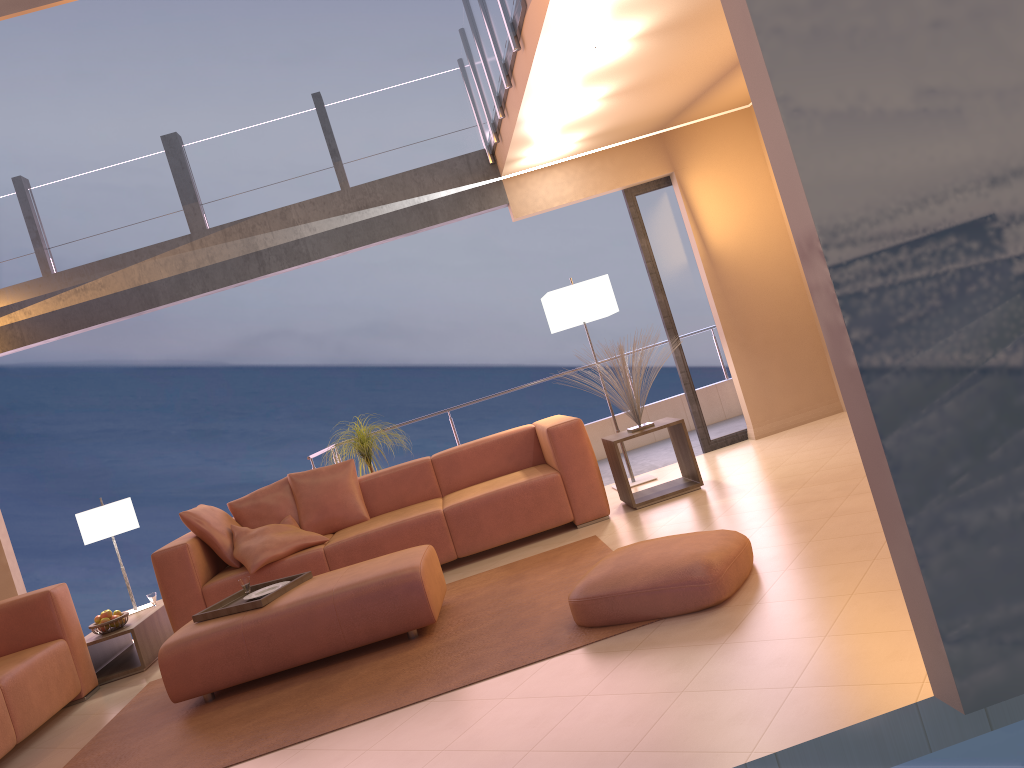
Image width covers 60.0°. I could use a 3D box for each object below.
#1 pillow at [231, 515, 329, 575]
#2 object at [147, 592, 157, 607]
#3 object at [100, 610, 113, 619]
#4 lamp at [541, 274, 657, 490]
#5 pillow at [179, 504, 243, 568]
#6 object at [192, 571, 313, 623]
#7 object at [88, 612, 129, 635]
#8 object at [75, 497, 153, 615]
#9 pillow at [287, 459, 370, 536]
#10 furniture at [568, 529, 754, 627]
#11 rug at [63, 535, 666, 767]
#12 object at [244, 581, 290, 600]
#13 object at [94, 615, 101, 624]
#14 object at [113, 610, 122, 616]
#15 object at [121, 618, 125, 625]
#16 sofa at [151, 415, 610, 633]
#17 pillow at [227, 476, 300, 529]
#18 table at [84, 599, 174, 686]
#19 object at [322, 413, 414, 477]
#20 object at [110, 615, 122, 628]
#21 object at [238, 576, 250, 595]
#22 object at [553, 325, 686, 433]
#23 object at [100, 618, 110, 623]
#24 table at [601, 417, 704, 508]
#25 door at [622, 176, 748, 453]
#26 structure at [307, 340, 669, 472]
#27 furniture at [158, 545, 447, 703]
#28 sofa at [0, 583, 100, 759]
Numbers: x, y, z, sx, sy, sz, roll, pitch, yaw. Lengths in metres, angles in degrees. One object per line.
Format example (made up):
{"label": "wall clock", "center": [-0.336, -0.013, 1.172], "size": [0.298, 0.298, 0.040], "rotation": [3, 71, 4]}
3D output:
{"label": "pillow", "center": [-1.508, 0.959, 5.561], "size": [0.517, 0.292, 0.514], "rotation": [-18, 1, -35]}
{"label": "object", "center": [-2.380, 1.435, 5.884], "size": [0.061, 0.091, 0.061], "rotation": [-17, 1, 36]}
{"label": "object", "center": [-2.482, 1.417, 5.429], "size": [0.069, 0.061, 0.068], "rotation": [-18, 1, -43]}
{"label": "lamp", "center": [0.664, -0.027, 6.529], "size": [0.454, 1.578, 0.454], "rotation": [-17, 1, -5]}
{"label": "pillow", "center": [-1.878, 0.976, 5.733], "size": [0.314, 0.455, 0.519], "rotation": [-17, 1, -8]}
{"label": "object", "center": [-1.285, 1.057, 4.420], "size": [0.421, 0.034, 0.436], "rotation": [-17, 1, 20]}
{"label": "object", "center": [-2.468, 1.479, 5.449], "size": [0.235, 0.071, 0.235], "rotation": [-17, 1, -12]}
{"label": "object", "center": [-2.660, 1.150, 5.991], "size": [0.344, 0.799, 0.344], "rotation": [-18, 1, -26]}
{"label": "pillow", "center": [-1.237, 0.768, 5.971], "size": [0.470, 0.468, 0.211], "rotation": [-17, 1, -9]}
{"label": "furniture", "center": [0.609, 0.774, 3.626], "size": [0.699, 0.226, 0.659], "rotation": [-17, 1, 25]}
{"label": "rug", "center": [-0.692, 1.257, 4.123], "size": [2.626, 0.005, 1.833], "rotation": [-17, 1, -5]}
{"label": "object", "center": [-1.226, 1.042, 4.448], "size": [0.240, 0.018, 0.240], "rotation": [-18, 1, -41]}
{"label": "object", "center": [-2.531, 1.440, 5.428], "size": [0.047, 0.046, 0.054], "rotation": [-18, 1, -18]}
{"label": "object", "center": [-2.434, 1.421, 5.472], "size": [0.045, 0.053, 0.051], "rotation": [-17, 1, 19]}
{"label": "object", "center": [-2.416, 1.465, 5.484], "size": [0.046, 0.046, 0.055], "rotation": [-18, 1, -27]}
{"label": "sofa", "center": [-0.808, 0.923, 5.851], "size": [2.781, 0.672, 0.943], "rotation": [-17, 1, -5]}
{"label": "pillow", "center": [-1.611, 0.883, 5.944], "size": [0.492, 0.446, 0.255], "rotation": [-18, 1, -21]}
{"label": "table", "center": [-2.442, 1.645, 5.709], "size": [0.412, 0.268, 0.918], "rotation": [-17, 1, -5]}
{"label": "object", "center": [-1.064, 0.771, 6.880], "size": [0.703, 1.088, 0.729], "rotation": [-18, 1, -36]}
{"label": "object", "center": [-2.425, 1.452, 5.425], "size": [0.074, 0.076, 0.072], "rotation": [-17, 1, 5]}
{"label": "object", "center": [-1.372, 1.049, 4.582], "size": [0.061, 0.091, 0.061], "rotation": [-18, 1, -20]}
{"label": "object", "center": [0.734, -0.012, 5.815], "size": [0.703, 0.634, 0.700], "rotation": [-17, 1, 42]}
{"label": "object", "center": [-2.468, 1.441, 5.382], "size": [0.055, 0.047, 0.045], "rotation": [-18, 1, -28]}
{"label": "table", "center": [0.899, 0.498, 5.736], "size": [0.469, 0.436, 0.415], "rotation": [-17, 1, -5]}
{"label": "door", "center": [1.408, -0.558, 6.939], "size": [0.480, 2.160, 0.056], "rotation": [-17, 1, -5]}
{"label": "structure", "center": [0.398, 0.214, 7.702], "size": [4.176, 0.541, 1.663], "rotation": [-17, 1, -5]}
{"label": "furniture", "center": [-0.993, 1.140, 4.371], "size": [1.291, 0.301, 0.685], "rotation": [-17, 1, 0]}
{"label": "sofa", "center": [-2.834, 1.579, 3.804], "size": [0.943, 0.672, 2.781], "rotation": [-17, 1, -5]}
